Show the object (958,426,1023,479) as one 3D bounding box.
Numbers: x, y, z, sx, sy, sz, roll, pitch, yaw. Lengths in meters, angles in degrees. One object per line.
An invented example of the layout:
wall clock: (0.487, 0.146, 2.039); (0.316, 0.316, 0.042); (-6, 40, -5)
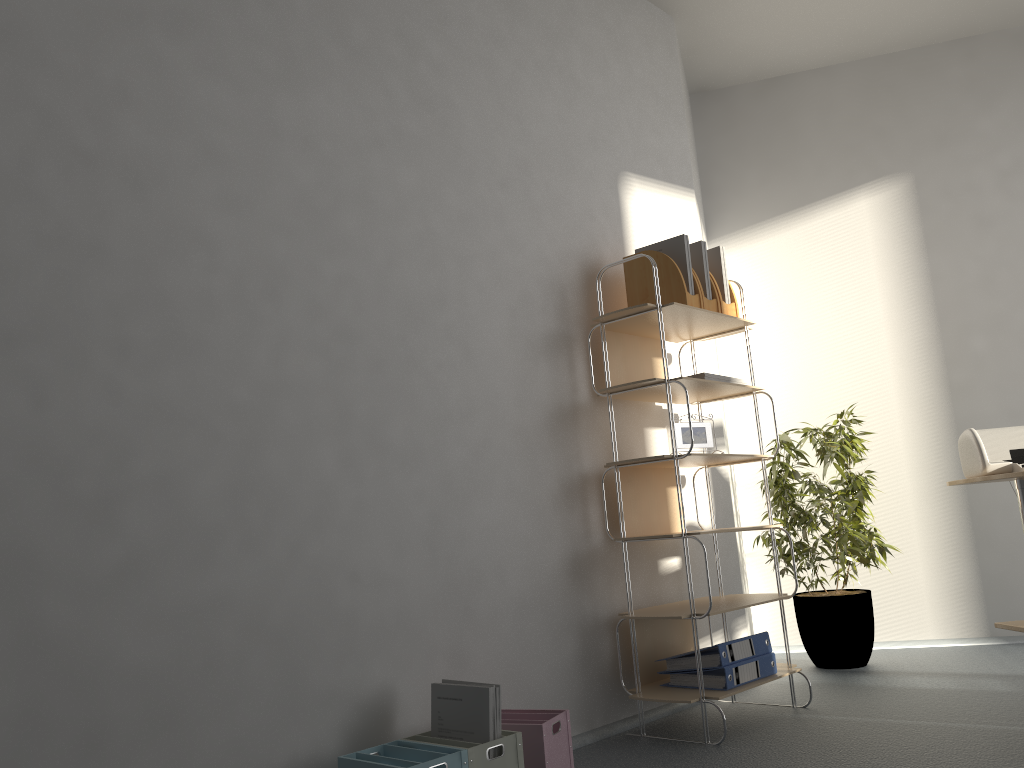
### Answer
object: (1.686, 0.191, 2.779); (0.438, 0.162, 0.351); (-6, -10, 8)

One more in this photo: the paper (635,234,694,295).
paper: (0.553, -0.370, 3.210); (0.213, 0.297, 0.045); (-13, -13, 40)

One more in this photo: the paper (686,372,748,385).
paper: (0.692, 0.010, 3.236); (0.213, 0.046, 0.297); (-14, -13, 42)

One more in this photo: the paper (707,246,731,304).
paper: (0.728, -0.354, 3.385); (0.045, 0.297, 0.213); (5, -13, -43)

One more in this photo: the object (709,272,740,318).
object: (0.716, -0.336, 3.367); (0.113, 0.259, 0.243); (5, -13, -43)

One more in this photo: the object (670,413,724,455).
object: (0.641, 0.184, 3.123); (0.192, 0.161, 0.077); (1, -11, -28)

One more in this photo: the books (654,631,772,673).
books: (0.683, 0.909, 3.008); (0.263, 0.100, 0.320); (-14, -13, 43)

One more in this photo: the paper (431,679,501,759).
paper: (-0.115, 0.898, 2.192); (0.220, 0.306, 0.068); (-13, -13, 42)

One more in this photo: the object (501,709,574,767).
object: (0.014, 0.987, 2.352); (0.245, 0.202, 0.185); (-9, -11, 24)

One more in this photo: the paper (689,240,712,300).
paper: (0.638, -0.361, 3.300); (0.213, 0.297, 0.045); (-14, -13, 43)

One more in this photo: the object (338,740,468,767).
object: (-0.246, 0.954, 2.034); (0.245, 0.202, 0.185); (-13, -13, 42)

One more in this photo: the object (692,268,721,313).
object: (0.626, -0.343, 3.281); (0.243, 0.259, 0.113); (-14, -13, 43)

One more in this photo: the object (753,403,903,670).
object: (1.415, 0.668, 3.946); (0.644, 1.147, 0.544); (5, -14, -45)

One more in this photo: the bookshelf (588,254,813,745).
bookshelf: (0.646, 0.366, 3.114); (0.381, 1.572, 0.724); (-14, -13, 42)

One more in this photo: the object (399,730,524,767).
object: (-0.119, 0.967, 2.169); (0.245, 0.202, 0.185); (-13, -13, 42)

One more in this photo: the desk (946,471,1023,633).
desk: (2.059, 0.132, 2.422); (1.469, 1.566, 0.967); (-7, -10, 15)

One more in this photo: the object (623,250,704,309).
object: (0.542, -0.352, 3.190); (0.243, 0.259, 0.113); (-13, -13, 40)

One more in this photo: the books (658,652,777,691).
books: (0.695, 0.962, 2.992); (0.262, 0.072, 0.320); (-14, -13, 43)
